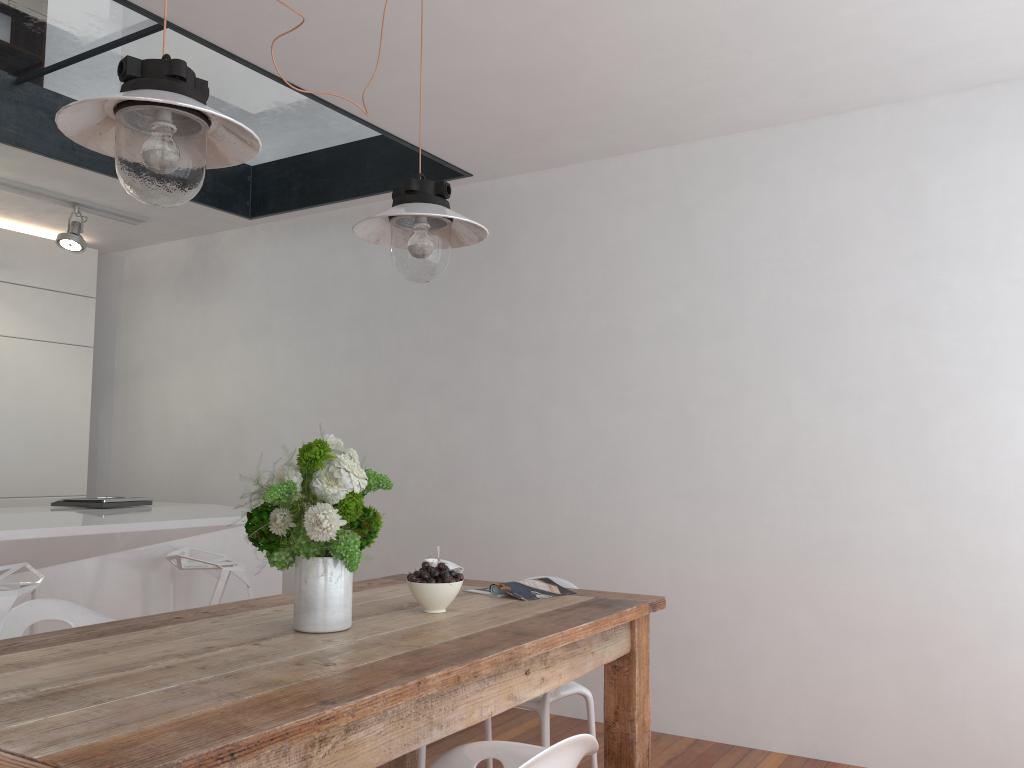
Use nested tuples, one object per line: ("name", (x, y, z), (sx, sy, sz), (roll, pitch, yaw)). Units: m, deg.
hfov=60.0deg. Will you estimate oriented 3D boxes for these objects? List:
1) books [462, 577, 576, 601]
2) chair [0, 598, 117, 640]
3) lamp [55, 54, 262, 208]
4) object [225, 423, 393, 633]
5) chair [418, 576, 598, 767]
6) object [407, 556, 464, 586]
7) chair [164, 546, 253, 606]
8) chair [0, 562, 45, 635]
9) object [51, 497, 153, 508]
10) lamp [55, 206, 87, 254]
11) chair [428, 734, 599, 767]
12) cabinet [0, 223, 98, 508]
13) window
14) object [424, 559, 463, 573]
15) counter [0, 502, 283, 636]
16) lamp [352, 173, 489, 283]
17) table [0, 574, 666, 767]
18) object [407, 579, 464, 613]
("books", (0.021, 0.600, 2.629), (0.218, 0.035, 0.267), (5, -7, -44))
("chair", (-1.155, 0.974, 2.463), (0.505, 0.710, 0.577), (-2, -6, 21))
("lamp", (-0.682, -0.496, 1.732), (0.372, 0.306, 0.372), (-2, -6, 25))
("object", (-0.468, 0.322, 2.052), (0.371, 0.476, 0.432), (2, -5, -17))
("chair", (0.015, 1.021, 2.918), (0.577, 0.710, 0.505), (-2, -6, 26))
("object", (-0.198, 0.494, 2.287), (0.141, 0.095, 0.159), (-1, -5, 17))
("chair", (-1.165, 1.048, 3.546), (0.428, 0.765, 0.492), (2, -5, -14))
("chair", (-1.693, 0.979, 2.814), (0.428, 0.765, 0.492), (-4, -7, 41))
("object", (-1.927, 0.555, 4.178), (0.325, 0.036, 0.298), (-2, -6, 21))
("lamp", (-2.640, -0.872, 4.210), (0.154, 0.254, 1.324), (-3, -6, 31))
("chair", (-0.130, 0.882, 1.402), (0.505, 0.710, 0.577), (-4, -6, 36))
("cabinet", (-3.630, 0.266, 4.688), (0.946, 2.506, 2.404), (-3, -6, 31))
("window", (-1.548, -1.375, 3.560), (1.546, 0.035, 2.700), (-3, -6, 31))
("object", (-0.221, 0.592, 2.801), (0.082, 0.078, 0.127), (-4, -6, 36))
("counter", (-2.092, 0.967, 3.472), (0.956, 0.903, 2.289), (-3, -6, 31))
("lamp", (-0.251, -0.430, 2.440), (0.372, 0.306, 0.372), (1, -5, -7))
("table", (-0.462, 0.923, 1.965), (0.969, 0.735, 1.910), (-3, -6, 31))
("object", (-0.198, 0.544, 2.282), (0.146, 0.079, 0.146), (-4, -7, 39))
